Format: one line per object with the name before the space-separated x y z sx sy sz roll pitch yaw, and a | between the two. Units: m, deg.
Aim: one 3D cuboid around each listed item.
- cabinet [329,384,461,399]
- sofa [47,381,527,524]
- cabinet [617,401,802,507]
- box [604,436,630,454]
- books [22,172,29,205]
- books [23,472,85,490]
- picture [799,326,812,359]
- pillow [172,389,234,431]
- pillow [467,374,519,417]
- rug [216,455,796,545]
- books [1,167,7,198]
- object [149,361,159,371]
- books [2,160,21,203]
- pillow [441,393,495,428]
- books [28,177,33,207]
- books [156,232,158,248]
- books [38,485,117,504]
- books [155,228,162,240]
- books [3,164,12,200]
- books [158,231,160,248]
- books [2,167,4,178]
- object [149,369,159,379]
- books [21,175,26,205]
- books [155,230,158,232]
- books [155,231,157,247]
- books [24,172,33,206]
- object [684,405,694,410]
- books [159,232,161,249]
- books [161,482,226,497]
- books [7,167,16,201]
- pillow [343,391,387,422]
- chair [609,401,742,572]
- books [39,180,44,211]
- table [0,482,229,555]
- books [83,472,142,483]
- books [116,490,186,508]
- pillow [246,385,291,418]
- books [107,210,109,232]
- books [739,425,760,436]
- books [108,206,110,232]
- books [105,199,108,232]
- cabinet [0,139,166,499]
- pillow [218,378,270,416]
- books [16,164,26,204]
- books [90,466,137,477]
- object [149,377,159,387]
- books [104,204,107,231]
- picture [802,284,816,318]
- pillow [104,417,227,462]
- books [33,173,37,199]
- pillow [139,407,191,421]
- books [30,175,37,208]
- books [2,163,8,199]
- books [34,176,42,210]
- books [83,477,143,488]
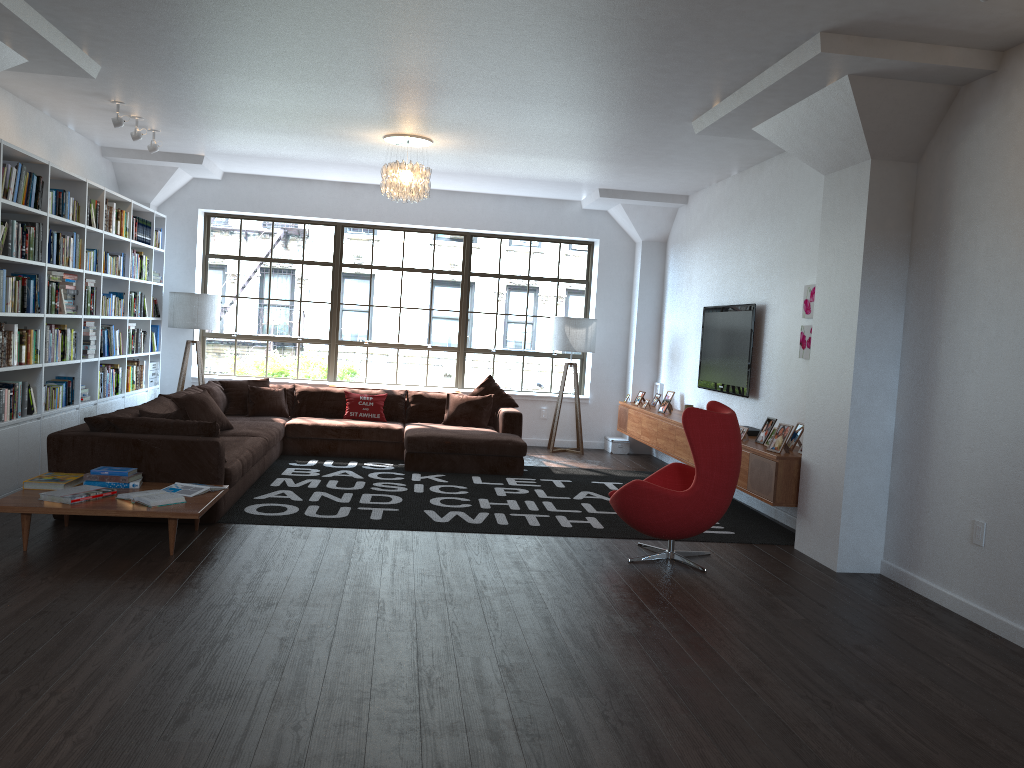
cabinet | -1.378 0.366 10.389 1.520 0.625 0.350 3 3 -7
sofa | -1.479 0.485 7.860 3.481 0.664 4.197 3 3 -7
cabinet | 1.763 0.537 8.368 0.459 0.350 4.501 3 3 -7
box | 1.268 0.740 10.727 0.228 0.165 0.368 3 3 -7
books | -3.501 -1.377 6.234 0.159 0.248 0.089 3 3 -7
books | -2.762 0.588 5.370 0.241 0.045 0.334 3 3 -6
picture | 2.239 -0.315 6.684 0.030 0.250 0.250 3 3 -7
pillow | -2.671 0.260 7.641 0.325 0.391 0.625 4 3 9
pillow | -0.284 0.191 9.654 0.651 0.587 0.335 2 4 -28
rug | -0.095 0.919 7.543 4.200 0.007 3.100 3 3 -6
books | -3.461 -1.340 5.889 0.161 0.222 0.084 3 3 -7
object | -4.055 -0.199 9.644 0.316 0.088 0.410 3 3 -7
books | -3.493 -1.390 6.099 0.176 0.293 0.125 3 3 -7
pillow | -0.474 0.273 9.470 0.542 0.362 0.248 4 3 14
books | -3.519 -1.386 6.312 0.182 0.255 0.077 3 3 -7
books | -3.908 -1.562 9.602 0.128 0.178 0.021 3 3 -7
books | -2.476 0.629 5.062 0.236 0.035 0.340 5 3 18
books | -3.931 -1.599 9.755 0.140 0.231 0.042 3 3 -7
books | -3.475 -1.361 5.961 0.170 0.251 0.118 3 3 -7
books | -3.920 -1.576 9.676 0.136 0.196 0.045 3 3 -7
books | -3.459 -1.336 5.855 0.161 0.218 0.101 3 3 -7
object | -4.053 -0.112 9.650 0.331 0.088 0.410 3 3 -7
books | -3.502 -1.361 6.202 0.161 0.222 0.083 3 3 -7
books | -3.917 -1.576 9.643 0.127 0.200 0.020 3 3 -7
books | -3.911 -1.564 9.575 0.134 0.184 0.030 3 3 -7
books | -3.502 -1.380 6.267 0.182 0.253 0.098 3 3 -7
object | 1.806 0.269 9.061 0.089 0.110 0.089 6 4 38
books | -3.923 -1.576 9.717 0.139 0.191 0.036 3 3 -7
books | -1.964 0.637 5.463 0.256 0.035 0.350 5 3 18
books | -3.479 -1.360 6.014 0.174 0.242 0.105 3 3 -7
pillow | -1.563 0.242 9.455 0.465 0.308 0.220 3 3 -11
chair | 1.031 0.599 5.619 0.801 1.006 0.798 5 3 18
books | -3.548 -1.390 6.522 0.167 0.233 0.077 3 3 -7
table | -2.320 0.784 5.215 1.100 0.271 0.853 3 3 -7
books | -2.457 0.569 5.470 0.279 0.035 0.191 4 3 3
books | -2.076 0.650 5.103 0.342 0.040 0.231 6 4 33
pillow | -2.545 0.181 9.188 0.489 0.337 0.238 1 4 -38
books | -3.717 -1.473 7.999 0.144 0.207 0.048 3 3 -7
books | 1.962 0.399 7.536 0.250 0.053 0.400 3 3 -7
books | -3.737 -1.493 8.039 0.159 0.241 0.038 3 3 -7
books | -3.703 -1.515 7.951 0.140 0.298 0.044 3 3 -7
cabinet | -3.848 -0.524 7.611 0.461 2.414 4.500 3 3 -7
pillow | -2.745 0.146 9.259 0.580 0.418 0.334 1 4 -34
books | -3.505 -1.393 6.161 0.197 0.290 0.136 3 3 -7
books | -2.451 0.539 5.467 0.224 0.027 0.157 3 3 -2
object | -4.058 -0.024 9.655 0.331 0.088 0.410 3 3 -7
books | -3.716 -1.487 7.900 0.189 0.247 0.057 3 3 -7
picture | 2.258 -0.621 6.666 0.030 0.250 0.250 3 3 -7
pillow | -2.323 0.397 5.982 0.750 0.364 0.289 3 3 -8
books | -3.546 -1.398 6.403 0.180 0.265 0.103 3 3 -7
pillow | -2.390 0.336 6.239 0.559 0.411 0.269 6 4 39
books | -3.517 -1.382 6.353 0.174 0.243 0.085 3 3 -7
books | -3.472 -1.356 5.918 0.159 0.248 0.089 3 3 -7
books | -3.531 -1.395 6.453 0.182 0.255 0.077 3 3 -7
books | -2.455 0.606 5.469 0.312 0.037 0.216 3 3 -17
